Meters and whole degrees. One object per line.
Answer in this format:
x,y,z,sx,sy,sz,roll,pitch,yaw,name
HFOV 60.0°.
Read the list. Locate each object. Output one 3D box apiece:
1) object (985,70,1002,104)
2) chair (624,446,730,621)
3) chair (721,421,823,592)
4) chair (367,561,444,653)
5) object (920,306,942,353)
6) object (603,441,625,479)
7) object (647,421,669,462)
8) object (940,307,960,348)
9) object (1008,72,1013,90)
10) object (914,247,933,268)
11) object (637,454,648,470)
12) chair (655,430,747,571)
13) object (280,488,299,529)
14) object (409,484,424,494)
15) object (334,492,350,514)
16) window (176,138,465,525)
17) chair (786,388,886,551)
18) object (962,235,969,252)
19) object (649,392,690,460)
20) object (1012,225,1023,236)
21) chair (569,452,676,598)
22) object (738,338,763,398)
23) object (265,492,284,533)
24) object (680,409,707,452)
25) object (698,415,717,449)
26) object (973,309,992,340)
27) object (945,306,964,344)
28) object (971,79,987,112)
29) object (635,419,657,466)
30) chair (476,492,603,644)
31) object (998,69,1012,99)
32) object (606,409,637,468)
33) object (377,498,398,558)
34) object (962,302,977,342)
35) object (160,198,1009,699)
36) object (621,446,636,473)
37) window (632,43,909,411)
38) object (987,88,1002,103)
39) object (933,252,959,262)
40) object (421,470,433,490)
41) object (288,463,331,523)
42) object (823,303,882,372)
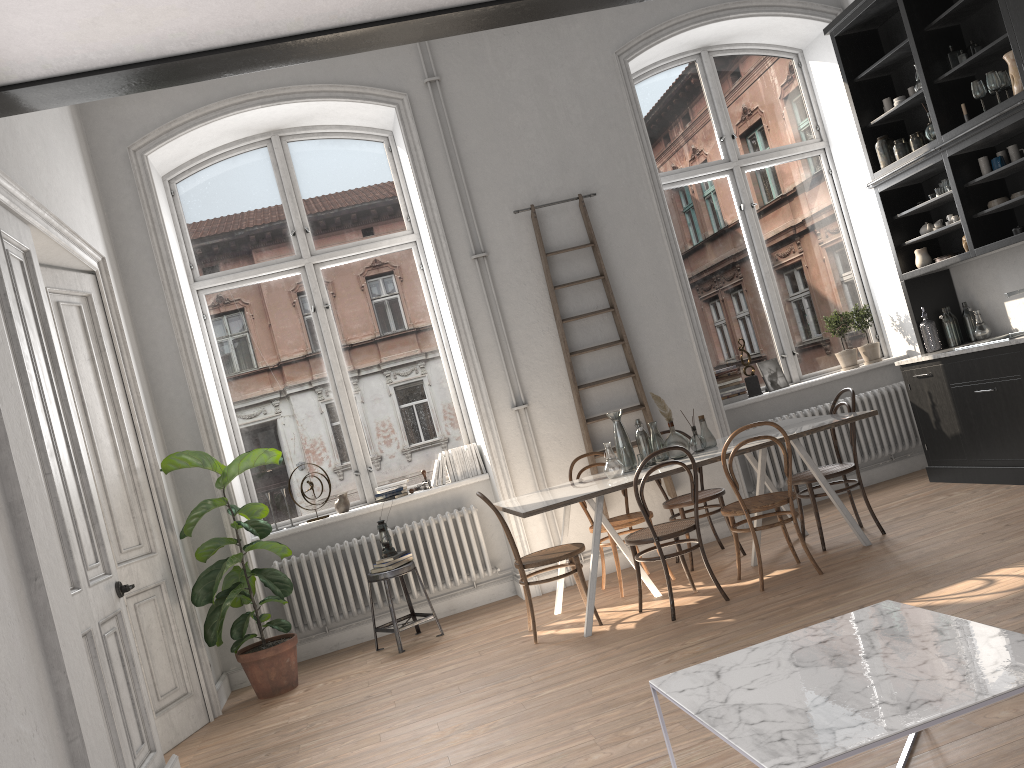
3.029,-1.845,5.550,0.083,0.221,0.083,-16,-2,35,object
0.869,0.821,5.043,0.437,0.920,0.549,-15,-2,-16,chair
1.430,0.673,5.119,0.438,0.920,0.549,-15,-2,0,chair
-0.760,1.506,6.040,0.363,0.522,0.361,-14,-2,-37,chair
3.135,-0.415,6.674,0.108,0.349,0.109,-14,-2,-30,object
0.604,0.460,5.380,0.132,0.219,0.132,-14,-2,-22,object
0.926,0.366,5.650,0.098,0.255,0.100,-14,-2,-34,object
3.266,-0.425,6.632,0.086,0.301,0.086,-14,-2,-25,object
3.229,-1.894,5.676,0.083,0.221,0.083,-16,-2,20,object
3.090,-0.947,6.664,0.127,0.144,0.116,-14,-2,-32,object
0.794,0.477,5.446,0.058,0.094,0.058,-16,-2,17,object
1.240,0.767,6.153,0.438,0.920,0.549,-15,-2,-4,chair
-1.641,0.908,6.493,0.095,0.289,0.095,-15,-2,11,object
-0.727,0.793,6.704,0.088,0.048,0.153,-16,-3,29,object
-1.262,0.884,6.580,0.100,0.142,0.102,-14,-2,-36,object
-1.459,-0.499,6.855,1.622,2.842,0.013,-15,-2,-11,window
2.020,0.536,5.667,0.549,0.920,0.438,-15,-2,1,chair
3.168,-0.977,6.158,0.070,0.123,0.173,-16,-2,21,object
0.985,0.246,5.506,0.157,0.446,0.157,-15,-2,7,object
3.259,-0.989,5.689,0.088,0.059,0.104,-14,-2,-22,object
0.710,0.902,5.966,0.437,0.920,0.549,-15,-2,-13,chair
1.930,-0.138,7.258,0.122,0.488,0.102,-16,-2,13,object
-1.763,0.942,6.527,0.095,0.289,0.095,-16,-2,20,object
1.152,0.289,5.612,0.106,0.283,0.107,-15,-2,-16,object
1.243,0.305,5.705,0.101,0.211,0.101,-16,-2,28,object
3.435,-0.436,6.507,0.132,0.219,0.120,-15,-2,-11,object
3.343,-0.442,6.728,0.086,0.301,0.086,-15,-2,3,object
3.004,-1.833,5.679,0.083,0.221,0.083,-16,-2,20,object
0.825,0.365,5.558,0.086,0.301,0.086,-14,-2,-25,object
0.167,1.022,5.318,0.549,0.920,0.438,-15,-2,-3,chair
3.119,-1.868,5.601,0.083,0.221,0.083,-15,-2,-12,object
0.702,0.360,5.650,0.116,0.383,0.116,-15,-2,0,object
-0.869,0.993,6.129,0.163,0.383,0.155,-14,-2,-37,object
3.423,-0.467,6.636,0.086,0.301,0.086,-16,-2,35,object
0.718,0.419,5.926,5.826,1.842,0.792,-15,-2,-6,object
0.712,0.470,5.528,0.083,0.158,0.083,-15,-2,-15,object
6.329,-6.901,11.826,14.379,15.931,26.416,-15,-2,-11,window
3.105,-1.860,5.682,0.083,0.221,0.083,-14,-2,-19,object
3.199,-0.925,6.521,0.180,0.037,0.180,-14,-3,-26,object
-0.649,0.717,6.667,0.048,0.153,0.088,-13,-3,-41,object
-1.482,0.796,6.551,0.348,0.425,0.087,-16,-2,21,object
2.859,-0.399,7.450,0.499,0.524,0.234,-14,-2,-22,object
